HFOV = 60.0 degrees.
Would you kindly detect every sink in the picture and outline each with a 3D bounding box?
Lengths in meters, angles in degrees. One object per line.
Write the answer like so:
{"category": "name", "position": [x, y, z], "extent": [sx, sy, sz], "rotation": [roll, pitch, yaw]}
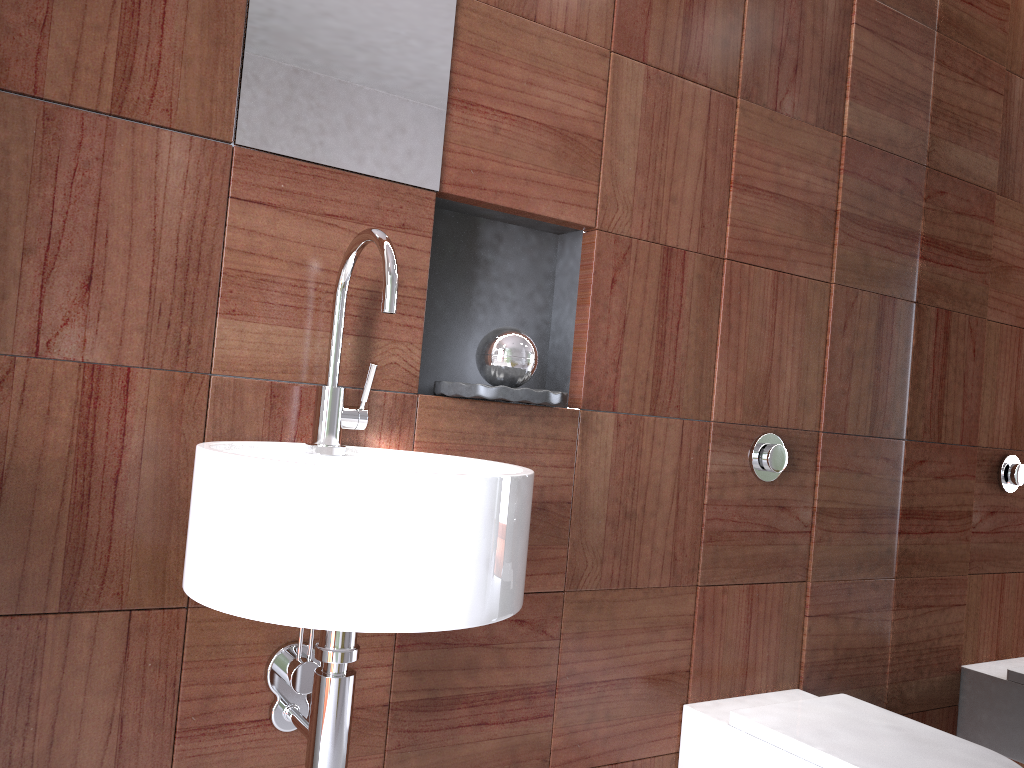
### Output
{"category": "sink", "position": [-0.184, 0.149, 1.115], "extent": [0.415, 0.715, 0.417], "rotation": [6, -2, -32]}

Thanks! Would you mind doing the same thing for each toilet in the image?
{"category": "toilet", "position": [0.599, 0.748, 1.546], "extent": [0.329, 0.284, 0.547], "rotation": [6, -2, -32]}

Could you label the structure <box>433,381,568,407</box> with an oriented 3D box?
{"category": "structure", "position": [-0.019, 0.017, 1.464], "extent": [0.220, 0.023, 0.222], "rotation": [7, -2, -42]}

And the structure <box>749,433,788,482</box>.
{"category": "structure", "position": [0.524, 0.149, 1.783], "extent": [0.098, 0.098, 0.034], "rotation": [6, -2, -32]}

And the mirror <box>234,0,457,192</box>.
{"category": "mirror", "position": [-0.221, -0.631, 1.314], "extent": [0.316, 0.635, 0.010], "rotation": [6, -2, -32]}

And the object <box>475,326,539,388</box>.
{"category": "object", "position": [-0.531, -0.099, 1.120], "extent": [1.350, 0.104, 0.104], "rotation": [6, -2, -32]}

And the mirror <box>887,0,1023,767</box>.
{"category": "mirror", "position": [1.322, -0.124, 1.443], "extent": [0.019, 2.183, 1.433], "rotation": [6, -2, -32]}
